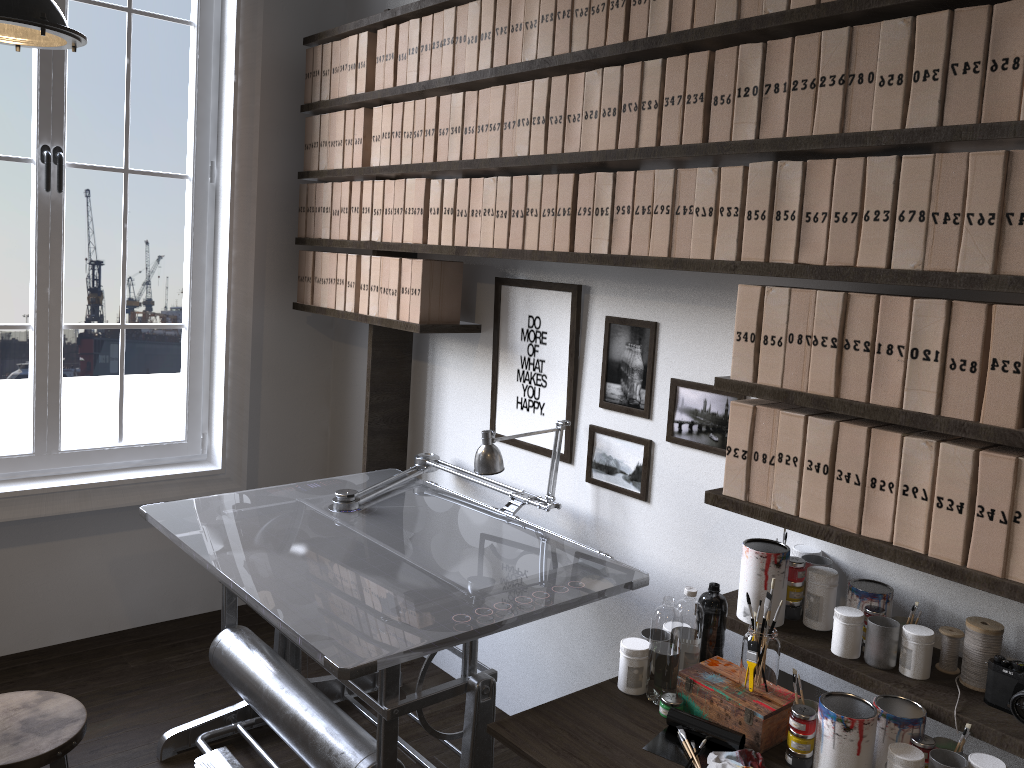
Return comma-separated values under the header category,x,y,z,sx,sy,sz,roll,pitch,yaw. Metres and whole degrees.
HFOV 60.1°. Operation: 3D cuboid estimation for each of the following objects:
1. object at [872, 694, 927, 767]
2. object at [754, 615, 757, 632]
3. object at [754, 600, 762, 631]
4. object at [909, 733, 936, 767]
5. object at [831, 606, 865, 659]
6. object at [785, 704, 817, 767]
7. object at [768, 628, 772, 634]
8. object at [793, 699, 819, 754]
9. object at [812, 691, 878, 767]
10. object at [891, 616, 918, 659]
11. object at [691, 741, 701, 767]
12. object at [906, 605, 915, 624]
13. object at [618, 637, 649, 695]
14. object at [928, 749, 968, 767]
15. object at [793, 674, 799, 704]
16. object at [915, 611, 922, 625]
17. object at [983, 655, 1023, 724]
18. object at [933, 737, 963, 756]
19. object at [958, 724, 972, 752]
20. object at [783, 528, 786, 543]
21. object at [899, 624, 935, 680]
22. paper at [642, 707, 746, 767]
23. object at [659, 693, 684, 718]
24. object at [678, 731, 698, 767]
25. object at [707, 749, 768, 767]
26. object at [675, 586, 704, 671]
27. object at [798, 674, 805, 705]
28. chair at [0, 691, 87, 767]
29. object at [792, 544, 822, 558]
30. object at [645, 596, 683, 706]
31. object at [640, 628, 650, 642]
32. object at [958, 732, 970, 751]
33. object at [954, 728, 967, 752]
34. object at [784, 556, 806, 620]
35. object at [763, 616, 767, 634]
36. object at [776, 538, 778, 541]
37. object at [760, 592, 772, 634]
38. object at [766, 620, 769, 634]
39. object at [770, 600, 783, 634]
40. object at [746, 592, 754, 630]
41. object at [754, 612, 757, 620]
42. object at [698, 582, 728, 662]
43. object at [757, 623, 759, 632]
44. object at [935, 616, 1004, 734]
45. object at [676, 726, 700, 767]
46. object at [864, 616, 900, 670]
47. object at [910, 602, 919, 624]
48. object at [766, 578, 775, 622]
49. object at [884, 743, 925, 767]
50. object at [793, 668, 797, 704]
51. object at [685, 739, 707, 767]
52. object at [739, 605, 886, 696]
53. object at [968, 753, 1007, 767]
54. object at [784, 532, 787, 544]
category,x,y,z,sx,sy,sz,roll,pitch,yaw
object,0.738,0.679,1.699,0.094,0.127,0.095,-1,8,-36
object,0.498,0.542,1.806,0.037,0.153,0.005,-2,8,-44
object,0.495,0.531,1.815,0.022,0.179,0.005,2,6,-17
object,0.753,0.702,1.632,0.044,0.100,0.045,-1,8,-40
object,0.717,0.531,1.894,0.062,0.094,0.062,8,8,35
object,0.552,0.676,1.693,0.049,0.111,0.050,-2,8,-43
object,0.520,0.500,1.787,0.006,0.017,0.006,4,6,1
object,0.585,0.681,1.755,0.059,0.088,0.060,-3,9,-44
object,0.626,0.671,1.666,0.105,0.141,0.104,9,9,42
object,0.839,0.548,1.904,0.054,0.080,0.054,2,6,-13
object,0.354,0.715,1.691,0.008,0.006,0.120,4,8,1
object,0.837,0.520,1.885,0.005,0.117,0.036,2,6,-19
object,0.269,0.621,1.950,0.068,0.104,0.069,-1,8,-35
object,0.774,0.712,1.579,0.062,0.093,0.063,5,6,9
object,0.569,0.645,1.758,0.005,0.129,0.040,-1,7,-38
object,0.856,0.528,1.891,0.004,0.102,0.035,2,6,-21
object,0.960,0.575,1.642,0.091,0.108,0.171,-2,9,-40
object,0.810,0.713,1.657,0.054,0.080,0.054,-2,8,-39
object,0.825,0.687,1.635,0.004,0.133,0.030,-2,8,-44
object,0.651,0.439,2.152,0.005,0.183,0.033,9,7,43
object,0.830,0.550,1.817,0.062,0.094,0.062,8,8,35
paper,0.356,0.694,1.728,0.155,0.038,0.138,9,10,35
object,0.334,0.674,1.853,0.049,0.037,0.049,-3,10,-43
object,0.342,0.712,1.705,0.005,0.005,0.158,3,8,-6
object,0.424,0.711,1.613,0.132,0.050,0.198,2,8,-11
object,0.383,0.563,1.946,0.068,0.236,0.069,-2,8,-43
object,0.585,0.648,1.774,0.005,0.124,0.041,0,7,-36
chair,-1.109,1.001,1.943,0.358,0.525,0.374,0,7,-32
object,0.720,0.468,2.176,0.070,0.130,0.070,4,6,7
object,0.328,0.570,1.900,0.068,0.228,0.069,-2,8,-43
object,0.323,0.617,2.007,0.069,0.103,0.070,-3,9,-44
object,0.830,0.692,1.652,0.035,0.102,0.004,9,7,42
object,0.816,0.685,1.637,0.036,0.117,0.005,9,8,44
object,0.657,0.478,2.074,0.051,0.139,0.050,-2,8,-42
object,0.517,0.543,1.823,0.006,0.156,0.005,6,6,22
object,0.632,0.448,2.158,0.005,0.141,0.040,8,7,40
object,0.505,0.519,1.796,0.007,0.213,0.055,3,6,-5
object,0.517,0.548,1.807,0.005,0.151,0.044,5,6,19
object,0.518,0.524,1.802,0.006,0.192,0.055,-1,7,-41
object,0.502,0.528,1.815,0.008,0.185,0.071,-1,7,-39
object,0.505,0.546,1.824,0.005,0.147,0.033,-1,7,-39
object,0.447,0.563,2.000,0.068,0.228,0.069,-2,8,-43
object,0.498,0.551,1.812,0.005,0.129,0.005,0,6,-32
object,0.914,0.563,1.745,0.107,0.161,0.237,5,7,15
object,0.347,0.706,1.692,0.011,0.017,0.172,3,8,-9
object,0.772,0.541,1.851,0.063,0.093,0.063,8,8,35
object,0.844,0.522,1.879,0.004,0.133,0.030,2,6,-18
object,0.521,0.509,1.813,0.021,0.227,0.007,1,6,-28
object,0.705,0.705,1.593,0.062,0.094,0.062,4,6,0
object,0.567,0.644,1.768,0.005,0.147,0.033,-1,7,-39
object,0.345,0.710,1.685,0.006,0.006,0.157,7,9,29
object,0.637,0.555,1.854,0.344,0.145,0.077,1,6,-18
object,0.841,0.716,1.574,0.062,0.094,0.062,5,6,9
object,0.649,0.440,2.141,0.005,0.162,0.041,8,7,42
